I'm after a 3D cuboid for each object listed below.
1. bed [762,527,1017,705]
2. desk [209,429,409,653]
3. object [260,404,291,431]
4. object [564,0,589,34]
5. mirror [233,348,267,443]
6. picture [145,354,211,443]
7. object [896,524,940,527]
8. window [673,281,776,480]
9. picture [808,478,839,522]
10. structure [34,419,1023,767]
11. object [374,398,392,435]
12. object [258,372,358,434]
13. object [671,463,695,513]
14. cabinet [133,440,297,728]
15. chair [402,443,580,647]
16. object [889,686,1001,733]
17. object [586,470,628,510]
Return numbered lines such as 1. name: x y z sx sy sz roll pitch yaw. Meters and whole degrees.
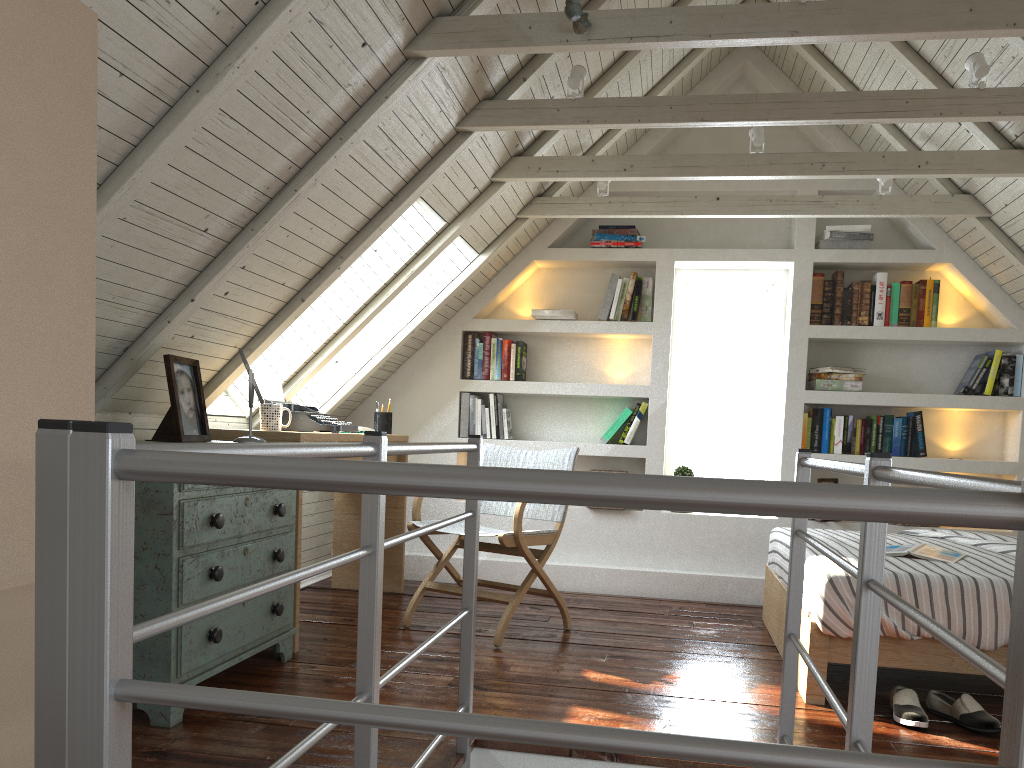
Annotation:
1. bed: 2.001 0.755 3.341 1.876 0.709 1.870 2 -2 10
2. desk: -0.843 0.616 3.865 0.377 0.809 1.322 3 -1 10
3. object: -0.888 0.126 3.283 0.108 0.101 0.082 2 1 -39
4. object: 0.149 -0.899 2.053 0.059 0.067 0.283 3 -3 9
5. mirror: -0.891 0.041 3.006 0.112 0.321 0.205 0 3 -36
6. picture: -1.031 0.047 2.690 0.147 0.260 0.200 3 1 5
7. object: 2.083 0.662 4.535 0.283 0.135 0.177 2 -1 1
8. window: 0.026 -0.124 4.071 3.097 1.383 1.396 3 0 -12
9. picture: 1.612 0.598 4.555 0.173 0.225 0.126 1 2 -40
10. structure: 0.139 0.591 1.416 0.835 1.000 1.636 3 -1 10
11. object: -0.640 0.162 4.371 0.088 0.187 0.087 1 3 -26
12. object: -0.844 0.080 3.675 0.354 0.239 0.387 2 -1 5
13. object: 0.925 0.559 4.757 0.159 0.273 0.159 3 2 3
14. cabinet: -1.005 0.567 2.767 0.415 0.772 0.801 3 0 10
15. chair: -0.080 0.651 3.754 0.548 0.796 0.559 4 2 35
16. object: 1.325 0.998 2.729 0.285 0.091 0.274 2 -3 8
17. object: 0.521 0.574 4.800 0.204 0.202 0.204 2 0 10
